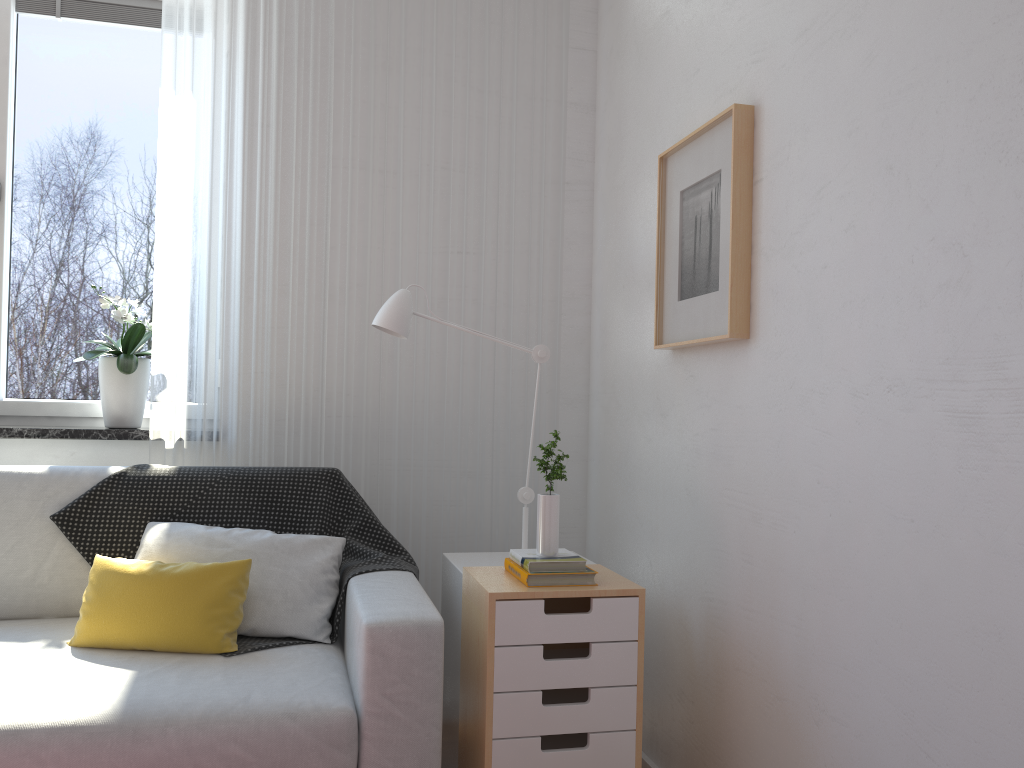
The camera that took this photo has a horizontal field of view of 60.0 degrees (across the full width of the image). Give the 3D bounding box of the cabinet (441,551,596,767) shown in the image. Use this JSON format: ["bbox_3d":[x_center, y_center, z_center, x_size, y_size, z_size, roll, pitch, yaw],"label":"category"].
[{"bbox_3d":[0.031,0.796,2.447,0.400,0.600,0.400,2,-1,-14],"label":"cabinet"}]

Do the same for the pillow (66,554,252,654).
[{"bbox_3d":[-0.810,0.504,2.059,0.401,0.194,0.211,1,-1,4],"label":"pillow"}]

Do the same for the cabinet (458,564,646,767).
[{"bbox_3d":[0.078,0.764,2.031,0.349,0.643,0.301,2,-1,-14],"label":"cabinet"}]

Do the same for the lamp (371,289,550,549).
[{"bbox_3d":[-1.663,0.344,1.042,4.593,1.346,0.332,3,-1,-44],"label":"lamp"}]

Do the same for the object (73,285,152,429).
[{"bbox_3d":[-1.248,-0.081,2.841,0.286,0.444,0.340,2,-1,-25],"label":"object"}]

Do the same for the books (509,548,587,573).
[{"bbox_3d":[0.081,0.402,2.030,0.136,0.024,0.175,2,-2,-14],"label":"books"}]

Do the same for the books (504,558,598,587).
[{"bbox_3d":[0.086,0.429,2.032,0.164,0.028,0.211,2,-2,-14],"label":"books"}]

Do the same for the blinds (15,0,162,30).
[{"bbox_3d":[-2.402,-1.269,2.671,2.845,0.098,0.015,2,-1,-14],"label":"blinds"}]

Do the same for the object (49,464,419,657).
[{"bbox_3d":[-0.641,0.554,2.411,0.979,0.648,0.677,3,-2,-44],"label":"object"}]

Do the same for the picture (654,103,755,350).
[{"bbox_3d":[0.463,-0.359,2.188,0.050,0.524,0.431,2,-1,-14],"label":"picture"}]

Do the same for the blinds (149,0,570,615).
[{"bbox_3d":[-0.451,-0.355,2.818,1.292,2.886,0.055,2,-1,-14],"label":"blinds"}]

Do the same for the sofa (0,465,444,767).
[{"bbox_3d":[-1.437,0.627,1.982,2.462,0.842,1.004,2,-1,-14],"label":"sofa"}]

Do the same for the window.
[{"bbox_3d":[-2.409,-0.648,2.631,3.020,1.510,0.151,2,-1,-14],"label":"window"}]

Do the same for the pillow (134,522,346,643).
[{"bbox_3d":[-0.702,0.495,2.241,0.532,0.259,0.301,1,-1,0],"label":"pillow"}]

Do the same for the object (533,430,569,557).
[{"bbox_3d":[0.087,0.247,2.016,0.081,0.287,0.085,1,-1,-7],"label":"object"}]
